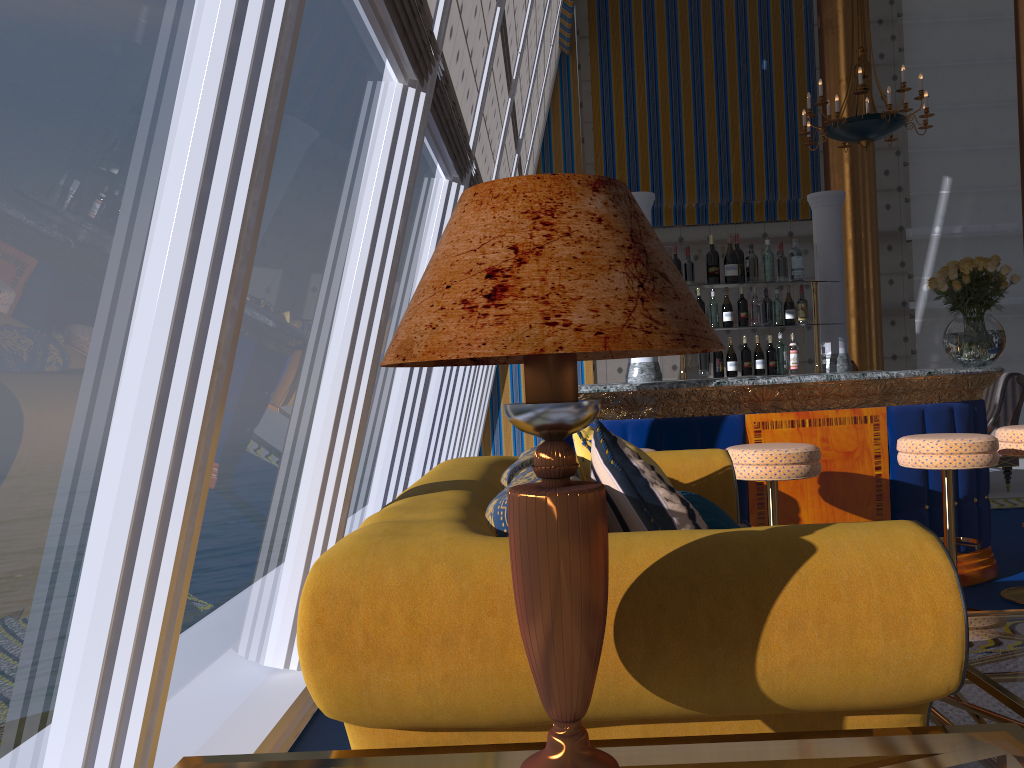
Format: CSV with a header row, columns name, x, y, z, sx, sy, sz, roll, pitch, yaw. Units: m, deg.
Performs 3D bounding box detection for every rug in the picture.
name,x,y,z,sx,sy,sz,roll,pitch,yaw
rug,1.227,1.030,0.577,3.591,0.010,6.258,-3,0,2
rug,2.793,0.950,8.300,6.255,0.011,3.594,-3,0,1

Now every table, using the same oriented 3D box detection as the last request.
name,x,y,z,sx,sy,sz,roll,pitch,yaw
table,1.558,0.827,2.095,0.974,0.369,0.907,-3,0,1
table,0.117,0.805,0.748,1.237,0.550,1.151,-3,0,1

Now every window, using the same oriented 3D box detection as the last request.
name,x,y,z,sx,sy,sz,roll,pitch,yaw
window,-0.218,-1.837,3.213,1.618,5.856,15.471,-3,0,2

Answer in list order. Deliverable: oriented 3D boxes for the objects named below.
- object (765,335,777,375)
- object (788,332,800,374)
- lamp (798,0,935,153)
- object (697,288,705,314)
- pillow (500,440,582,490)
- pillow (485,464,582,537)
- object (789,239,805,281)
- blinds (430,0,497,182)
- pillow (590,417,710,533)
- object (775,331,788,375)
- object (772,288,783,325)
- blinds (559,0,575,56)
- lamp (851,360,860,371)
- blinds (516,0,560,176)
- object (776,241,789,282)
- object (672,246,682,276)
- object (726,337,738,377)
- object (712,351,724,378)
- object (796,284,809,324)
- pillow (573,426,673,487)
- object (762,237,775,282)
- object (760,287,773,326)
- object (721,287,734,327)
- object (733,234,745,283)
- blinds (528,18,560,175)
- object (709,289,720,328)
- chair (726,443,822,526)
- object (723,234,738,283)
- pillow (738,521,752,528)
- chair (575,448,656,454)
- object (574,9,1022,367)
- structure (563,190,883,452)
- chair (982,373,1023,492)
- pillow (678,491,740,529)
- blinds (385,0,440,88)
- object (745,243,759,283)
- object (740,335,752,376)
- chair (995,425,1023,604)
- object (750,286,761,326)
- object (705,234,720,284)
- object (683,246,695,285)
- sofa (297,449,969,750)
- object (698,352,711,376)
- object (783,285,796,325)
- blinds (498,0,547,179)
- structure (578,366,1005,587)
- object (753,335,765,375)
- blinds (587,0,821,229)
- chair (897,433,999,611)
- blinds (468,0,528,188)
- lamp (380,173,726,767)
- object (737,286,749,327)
name,x,y,z,sx,sy,sz,roll,pitch,yaw
object,1.577,-0.175,5.399,0.066,0.244,0.065,-3,1,-17
object,1.726,-0.189,5.438,0.061,0.258,0.061,-3,1,2
lamp,2.934,-3.168,7.476,1.067,2.422,1.051,-3,1,-21
object,1.123,-0.455,5.311,0.066,0.244,0.065,-3,1,-17
pillow,0.097,0.439,2.500,0.246,0.546,0.610,-3,0,-1
pillow,0.075,0.439,1.894,0.246,0.549,0.607,-3,0,-1
object,1.735,-0.754,5.419,0.092,0.259,0.091,-3,1,-15
blinds,0.064,-2.762,3.936,0.874,3.394,1.365,-3,1,2
pillow,0.322,0.374,1.955,0.281,0.619,0.690,-3,0,0
object,1.648,-0.190,5.430,0.069,0.269,0.068,-3,1,-38
object,1.613,-0.471,5.392,0.059,0.230,0.058,-3,1,-39
blinds,0.623,-4.322,9.855,0.338,0.830,1.525,-3,0,2
lamp,3.203,0.168,8.579,0.448,0.783,0.444,-3,1,-13
blinds,0.234,-2.773,8.480,0.874,3.394,1.365,-3,1,2
object,1.636,-0.740,5.381,0.073,0.246,0.071,-3,1,-39
object,0.988,-0.709,5.349,0.065,0.244,0.065,-3,1,5
object,1.323,-0.163,5.352,0.069,0.244,0.068,-3,1,-17
object,1.242,-0.159,5.352,0.065,0.244,0.065,-3,1,5
object,1.765,-0.482,5.393,0.071,0.244,0.072,-2,1,22
pillow,0.343,0.368,2.497,0.327,0.583,0.580,-3,0,22
object,1.544,-0.747,5.344,0.069,0.271,0.069,-3,1,12
object,1.541,-0.467,5.371,0.072,0.232,0.071,-3,1,-20
object,1.290,-0.459,5.325,0.069,0.244,0.068,-3,1,-17
object,1.361,-0.754,5.353,0.081,0.303,0.082,-3,1,18
blinds,0.290,-2.777,9.964,0.874,3.394,1.365,-3,1,2
object,1.212,-0.452,5.324,0.059,0.230,0.058,-3,1,-39
chair,1.089,0.642,3.679,0.394,0.782,0.402,-2,1,40
object,1.311,-0.750,5.329,0.085,0.303,0.085,-3,1,-4
pillow,0.538,0.532,2.683,0.372,0.219,0.215,-3,0,1
chair,0.453,0.673,3.788,0.394,0.782,0.402,-2,1,40
object,3.335,-7.266,2.780,63.093,33.606,63.447,-3,0,8
structure,1.234,-0.069,5.488,2.318,2.196,0.767,-3,1,-8
chair,3.795,0.404,7.509,0.784,0.967,0.794,-3,0,2
pillow,0.505,0.458,2.172,0.318,0.404,0.476,-3,0,15
blinds,0.008,-2.758,2.438,0.874,3.394,1.365,-3,1,2
object,1.448,-0.728,5.352,0.077,0.248,0.075,-3,1,-35
object,1.412,-0.171,5.354,0.066,0.244,0.065,-3,1,-17
chair,2.426,0.579,4.028,0.402,0.782,0.395,-3,1,-28
object,1.465,-0.468,5.341,0.057,0.239,0.056,-3,1,-24
object,1.205,-0.745,5.331,0.081,0.303,0.081,-3,1,7
object,1.073,-0.714,5.390,0.073,0.246,0.071,-3,1,-39
sofa,0.219,0.645,2.201,1.001,0.854,1.846,-3,0,2
object,1.152,-0.172,5.318,0.071,0.242,0.071,-3,1,-17
object,1.683,-0.478,5.391,0.069,0.244,0.068,-3,1,-17
blinds,0.176,-2.769,6.937,0.874,3.394,1.365,-3,1,2
structure,1.395,0.490,4.419,2.319,1.065,0.766,-3,0,-10
object,1.495,-0.175,5.380,0.069,0.244,0.068,-3,1,-17
blinds,2.280,-3.377,10.559,2.660,2.990,0.152,-3,1,1
chair,1.855,0.606,3.761,0.402,0.782,0.394,-3,1,-39
blinds,0.122,-2.765,5.466,0.874,3.394,1.365,-3,1,2
lamp,0.061,0.142,1.165,0.444,0.783,0.449,-3,1,17
object,1.387,-0.467,5.339,0.066,0.244,0.065,-3,1,-17
